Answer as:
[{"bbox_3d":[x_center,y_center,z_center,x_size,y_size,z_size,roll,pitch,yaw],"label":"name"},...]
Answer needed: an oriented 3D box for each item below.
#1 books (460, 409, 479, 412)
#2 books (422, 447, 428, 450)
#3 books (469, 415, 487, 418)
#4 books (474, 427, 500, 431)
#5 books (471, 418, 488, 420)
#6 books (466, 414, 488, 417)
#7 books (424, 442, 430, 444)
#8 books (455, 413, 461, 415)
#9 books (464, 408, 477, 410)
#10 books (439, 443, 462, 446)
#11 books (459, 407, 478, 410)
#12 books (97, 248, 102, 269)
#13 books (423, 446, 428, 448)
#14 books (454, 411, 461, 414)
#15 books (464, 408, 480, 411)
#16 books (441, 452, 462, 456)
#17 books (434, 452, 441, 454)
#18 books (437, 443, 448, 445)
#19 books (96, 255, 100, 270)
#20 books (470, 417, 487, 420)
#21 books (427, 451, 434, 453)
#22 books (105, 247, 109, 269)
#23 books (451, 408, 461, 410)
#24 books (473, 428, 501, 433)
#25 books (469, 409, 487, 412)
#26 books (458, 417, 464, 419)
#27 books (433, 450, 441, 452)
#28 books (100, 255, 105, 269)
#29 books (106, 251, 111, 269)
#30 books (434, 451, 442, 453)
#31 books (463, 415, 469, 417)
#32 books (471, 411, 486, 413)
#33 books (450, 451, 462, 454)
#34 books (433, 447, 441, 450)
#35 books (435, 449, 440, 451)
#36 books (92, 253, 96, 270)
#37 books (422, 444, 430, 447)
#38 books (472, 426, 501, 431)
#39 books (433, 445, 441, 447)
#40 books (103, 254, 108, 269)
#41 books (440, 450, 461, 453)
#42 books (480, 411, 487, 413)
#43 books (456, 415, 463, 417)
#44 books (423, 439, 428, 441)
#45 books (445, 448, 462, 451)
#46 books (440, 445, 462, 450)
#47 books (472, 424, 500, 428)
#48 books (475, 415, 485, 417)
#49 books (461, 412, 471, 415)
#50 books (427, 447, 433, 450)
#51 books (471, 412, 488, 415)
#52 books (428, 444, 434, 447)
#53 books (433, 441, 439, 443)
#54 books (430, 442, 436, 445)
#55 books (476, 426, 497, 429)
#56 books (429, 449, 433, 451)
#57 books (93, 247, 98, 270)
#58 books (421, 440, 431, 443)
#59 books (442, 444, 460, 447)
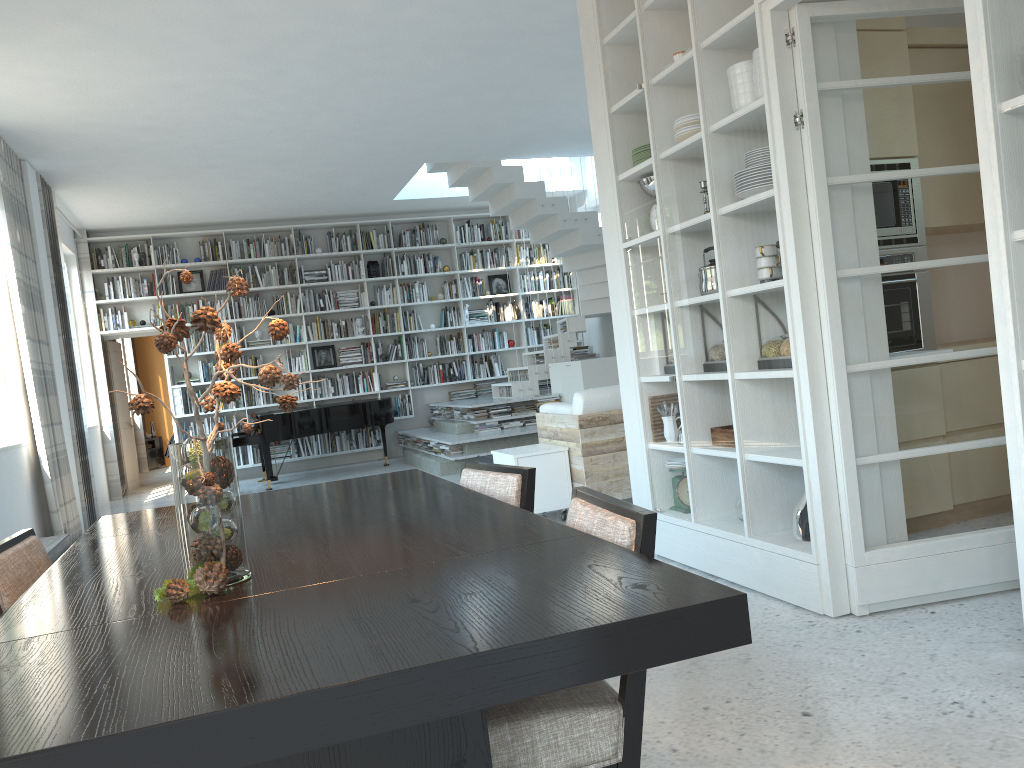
[{"bbox_3d":[-0.492,0.307,10.423,0.168,0.013,0.281,-7,2,-21],"label":"books"},{"bbox_3d":[-0.936,0.738,10.311,0.189,0.009,0.290,-7,2,-15],"label":"books"},{"bbox_3d":[-0.385,0.372,10.167,0.152,0.015,0.208,-7,2,-21],"label":"books"},{"bbox_3d":[-0.287,0.505,9.969,0.264,0.006,0.164,-7,2,-17],"label":"books"},{"bbox_3d":[-0.373,0.397,10.171,0.144,0.009,0.249,-7,2,-18],"label":"books"},{"bbox_3d":[-0.400,0.354,10.162,0.184,0.014,0.297,-7,2,-19],"label":"books"},{"bbox_3d":[-0.921,0.678,10.316,0.142,0.017,0.239,-7,2,-22],"label":"books"},{"bbox_3d":[-0.587,0.353,10.714,0.177,0.015,0.187,-7,1,-13],"label":"books"},{"bbox_3d":[-0.493,0.290,10.423,0.170,0.008,0.208,-7,2,-15],"label":"books"},{"bbox_3d":[-0.659,0.635,9.443,0.176,0.010,0.266,-7,2,-22],"label":"books"},{"bbox_3d":[-0.508,0.277,10.418,0.189,0.022,0.237,-7,1,-13],"label":"books"},{"bbox_3d":[-4.971,-1.493,10.714,0.025,0.269,0.177,-7,2,-18],"label":"books"},{"bbox_3d":[-0.929,0.719,10.313,0.177,0.011,0.220,-7,2,-16],"label":"books"},{"bbox_3d":[-0.584,0.331,10.715,0.174,0.029,0.250,-7,2,-20],"label":"books"},{"bbox_3d":[-0.492,0.297,10.423,0.171,0.007,0.260,-7,2,-20],"label":"books"},{"bbox_3d":[-0.645,0.741,9.447,0.184,0.017,0.230,-7,2,-16],"label":"books"},{"bbox_3d":[-0.747,0.746,9.734,0.191,0.016,0.209,-7,1,-13],"label":"books"},{"bbox_3d":[-0.667,0.624,9.440,0.192,0.014,0.256,-7,2,-22],"label":"books"},{"bbox_3d":[-4.991,-1.453,10.713,0.024,0.195,0.167,-7,2,-18],"label":"books"},{"bbox_3d":[-0.389,0.387,10.166,0.161,0.014,0.212,-7,1,-14],"label":"books"},{"bbox_3d":[-0.840,0.755,10.021,0.193,0.005,0.225,-7,2,-22],"label":"books"},{"bbox_3d":[-4.902,-1.508,10.747,0.010,0.281,0.160,-7,2,-18],"label":"books"},{"bbox_3d":[-0.601,0.294,10.709,0.192,0.014,0.256,-7,2,-22],"label":"books"},{"bbox_3d":[-0.279,0.519,9.951,0.262,0.023,0.200,-7,2,-20],"label":"books"},{"bbox_3d":[-0.390,0.307,10.165,0.149,0.014,0.228,-7,2,-20],"label":"books"},{"bbox_3d":[-0.562,0.403,10.722,0.132,0.016,0.262,-7,1,-13],"label":"books"},{"bbox_3d":[-0.746,0.726,9.735,0.191,0.006,0.275,-7,2,-16],"label":"books"},{"bbox_3d":[-4.941,-1.455,10.725,0.028,0.186,0.182,-7,2,-18],"label":"books"},{"bbox_3d":[-4.885,-1.483,10.761,0.024,0.227,0.157,-7,2,-18],"label":"books"},{"bbox_3d":[-0.739,0.733,9.737,0.178,0.009,0.276,-7,2,-20],"label":"books"},{"bbox_3d":[-0.473,0.367,10.429,0.155,0.028,0.189,-7,2,-17],"label":"books"},{"bbox_3d":[-0.385,0.318,10.167,0.132,0.009,0.269,-7,1,-14],"label":"books"},{"bbox_3d":[-0.619,0.722,9.456,0.132,0.014,0.205,-7,2,-18],"label":"books"},{"bbox_3d":[-0.747,0.696,9.734,0.191,0.015,0.246,-7,2,-17],"label":"books"},{"bbox_3d":[-0.732,0.718,9.739,0.170,0.006,0.268,-7,2,-18],"label":"books"},{"bbox_3d":[-5.030,-1.462,10.707,0.023,0.223,0.151,-7,2,-18],"label":"books"},{"bbox_3d":[-0.929,0.700,10.313,0.160,0.025,0.244,-7,2,-23],"label":"books"},{"bbox_3d":[-0.288,0.498,9.969,0.285,0.008,0.159,-7,2,-20],"label":"books"},{"bbox_3d":[-0.748,0.671,9.734,0.168,0.013,0.281,-7,2,-23],"label":"books"},{"bbox_3d":[-4.922,-1.463,10.757,0.031,0.196,0.145,-7,2,-18],"label":"books"},{"bbox_3d":[-0.655,0.710,9.444,0.187,0.017,0.205,-7,1,-13],"label":"books"},{"bbox_3d":[-0.359,0.325,10.175,0.090,0.011,0.190,-7,2,-20],"label":"books"},{"bbox_3d":[-0.574,0.371,10.718,0.167,0.024,0.192,-7,2,-17],"label":"books"},{"bbox_3d":[-0.928,0.637,10.314,0.160,0.008,0.239,-7,2,-17],"label":"books"},{"bbox_3d":[-0.627,0.688,9.453,0.137,0.019,0.224,-7,2,-17],"label":"books"},{"bbox_3d":[-0.649,0.668,9.446,0.156,0.027,0.287,-7,2,-23],"label":"books"},{"bbox_3d":[-0.290,0.472,9.965,0.292,0.012,0.159,-7,2,-15],"label":"books"},{"bbox_3d":[-0.380,0.362,10.169,0.134,0.006,0.227,-7,1,-14],"label":"books"},{"bbox_3d":[-0.485,0.341,10.426,0.177,0.026,0.230,-7,2,-18],"label":"books"},{"bbox_3d":[-0.839,0.716,10.021,0.189,0.013,0.215,-7,2,-20],"label":"books"},{"bbox_3d":[-0.379,0.339,10.169,0.137,0.012,0.242,-7,2,-17],"label":"books"},{"bbox_3d":[-0.839,0.684,10.021,0.180,0.017,0.182,-7,2,-21],"label":"books"},{"bbox_3d":[-0.756,0.625,9.732,0.182,0.016,0.256,-7,2,-15],"label":"books"},{"bbox_3d":[-0.828,0.660,10.025,0.141,0.028,0.222,-7,2,-23],"label":"books"},{"bbox_3d":[-0.288,0.484,9.962,0.210,0.012,0.168,-7,1,-14],"label":"books"},{"bbox_3d":[-0.827,0.740,10.025,0.171,0.005,0.297,-7,2,-19],"label":"books"},{"bbox_3d":[-5.014,-1.496,10.703,0.014,0.286,0.175,-7,2,-18],"label":"books"},{"bbox_3d":[-0.936,0.656,10.311,0.170,0.014,0.281,-7,2,-21],"label":"books"},{"bbox_3d":[-0.651,0.647,9.446,0.164,0.015,0.243,-7,1,-14],"label":"books"}]
